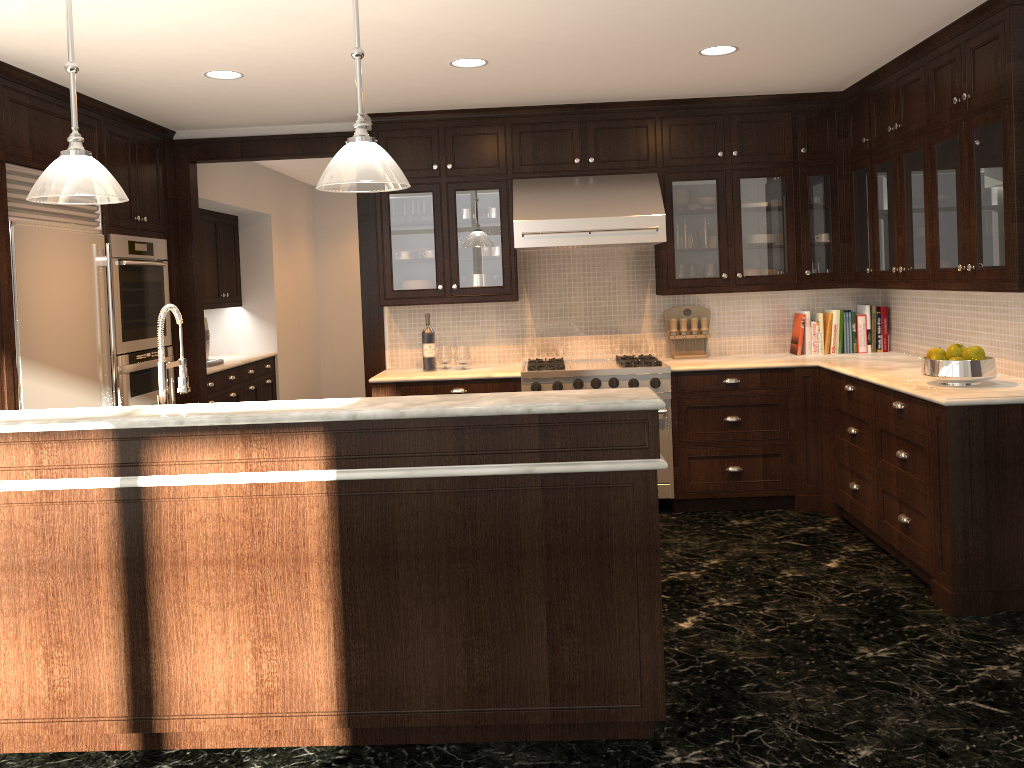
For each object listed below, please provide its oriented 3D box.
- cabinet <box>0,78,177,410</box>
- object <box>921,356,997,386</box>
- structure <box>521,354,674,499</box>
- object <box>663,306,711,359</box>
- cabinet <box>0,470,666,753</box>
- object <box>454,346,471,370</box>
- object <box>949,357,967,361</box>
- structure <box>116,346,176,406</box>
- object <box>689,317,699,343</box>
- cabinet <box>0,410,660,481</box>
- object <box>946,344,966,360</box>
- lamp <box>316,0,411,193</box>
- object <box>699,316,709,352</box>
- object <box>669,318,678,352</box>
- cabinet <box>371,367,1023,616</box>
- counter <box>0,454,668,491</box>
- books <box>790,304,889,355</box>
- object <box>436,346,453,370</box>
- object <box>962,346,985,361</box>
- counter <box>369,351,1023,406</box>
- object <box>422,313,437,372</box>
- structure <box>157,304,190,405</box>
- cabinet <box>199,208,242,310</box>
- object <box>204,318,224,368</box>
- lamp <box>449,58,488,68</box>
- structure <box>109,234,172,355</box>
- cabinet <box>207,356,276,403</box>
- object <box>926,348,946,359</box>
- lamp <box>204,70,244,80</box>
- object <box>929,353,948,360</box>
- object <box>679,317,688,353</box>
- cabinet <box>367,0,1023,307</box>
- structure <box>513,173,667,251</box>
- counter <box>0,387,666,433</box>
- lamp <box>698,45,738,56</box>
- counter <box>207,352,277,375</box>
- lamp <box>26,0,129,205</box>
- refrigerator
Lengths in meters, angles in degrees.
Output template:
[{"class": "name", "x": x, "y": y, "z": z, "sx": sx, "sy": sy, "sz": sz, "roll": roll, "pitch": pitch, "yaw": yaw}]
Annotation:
[{"class": "cabinet", "x": -2.600, "y": -0.319, "z": 5.048, "sx": 0.756, "sy": 2.415, "sz": 1.851, "roll": -2, "pitch": 3, "yaw": 2}, {"class": "object", "x": 2.082, "y": -0.063, "z": 4.117, "sx": 0.318, "sy": 0.122, "sz": 0.320, "roll": -3, "pitch": 6, "yaw": -4}, {"class": "structure", "x": 0.533, "y": 0.265, "z": 5.683, "sx": 0.905, "sy": 0.836, "sz": 0.722, "roll": -2, "pitch": 4, "yaw": 2}, {"class": "object", "x": 1.181, "y": -0.347, "z": 5.894, "sx": 0.316, "sy": 0.348, "sz": 0.111, "roll": -2, "pitch": 2, "yaw": 2}, {"class": "cabinet", "x": -0.918, "y": 0.676, "z": 3.276, "sx": 2.846, "sy": 0.911, "sz": 1.031, "roll": -2, "pitch": 4, "yaw": 2}, {"class": "object", "x": -0.319, "y": -0.169, "z": 5.735, "sx": 0.112, "sy": 0.150, "sz": 0.113, "roll": -3, "pitch": 3, "yaw": -6}, {"class": "object", "x": 2.040, "y": -0.078, "z": 4.035, "sx": 0.091, "sy": 0.097, "sz": 0.092, "roll": 0, "pitch": 4, "yaw": 32}, {"class": "structure", "x": -2.578, "y": -0.001, "z": 5.525, "sx": 0.665, "sy": 0.387, "sz": 0.767, "roll": -2, "pitch": 6, "yaw": 2}, {"class": "object", "x": 1.217, "y": -0.335, "z": 5.884, "sx": 0.061, "sy": 0.225, "sz": 0.061, "roll": -3, "pitch": 2, "yaw": -28}, {"class": "cabinet", "x": -0.959, "y": 0.188, "z": 2.899, "sx": 2.835, "sy": 0.152, "sz": 0.294, "roll": -2, "pitch": 6, "yaw": 2}, {"class": "object", "x": 2.067, "y": -0.137, "z": 4.100, "sx": 0.091, "sy": 0.099, "sz": 0.096, "roll": -4, "pitch": 4, "yaw": -21}, {"class": "lamp", "x": -0.520, "y": -1.056, "z": 2.988, "sx": 0.317, "sy": 0.781, "sz": 0.318, "roll": -2, "pitch": 2, "yaw": 16}, {"class": "object", "x": 1.283, "y": -0.331, "z": 5.882, "sx": 0.061, "sy": 0.237, "sz": 0.061, "roll": -3, "pitch": 2, "yaw": -34}, {"class": "object", "x": 1.079, "y": -0.328, "z": 5.888, "sx": 0.061, "sy": 0.228, "sz": 0.061, "roll": -3, "pitch": 2, "yaw": -16}, {"class": "cabinet", "x": 0.800, "y": 0.437, "z": 4.865, "sx": 3.366, "sy": 0.878, "sz": 2.329, "roll": -2, "pitch": 6, "yaw": 2}, {"class": "counter", "x": -0.940, "y": 0.237, "z": 3.263, "sx": 2.867, "sy": 0.032, "sz": 1.060, "roll": -2, "pitch": 7, "yaw": 2}, {"class": "books", "x": 2.160, "y": -0.362, "z": 5.856, "sx": 0.603, "sy": 0.311, "sz": 0.195, "roll": -2, "pitch": 3, "yaw": 1}, {"class": "object", "x": -0.443, "y": -0.174, "z": 5.826, "sx": 0.112, "sy": 0.150, "sz": 0.113, "roll": -3, "pitch": 3, "yaw": -6}, {"class": "object", "x": 2.102, "y": -0.125, "z": 4.018, "sx": 0.091, "sy": 0.098, "sz": 0.093, "roll": -4, "pitch": 4, "yaw": -27}, {"class": "counter", "x": 0.781, "y": -0.019, "z": 4.855, "sx": 3.366, "sy": 0.032, "sz": 2.329, "roll": -2, "pitch": 7, "yaw": 2}, {"class": "object", "x": -0.540, "y": -0.272, "z": 5.725, "sx": 0.094, "sy": 0.377, "sz": 0.095, "roll": -2, "pitch": 2, "yaw": 17}, {"class": "structure", "x": -1.267, "y": -0.036, "z": 3.305, "sx": 0.051, "sy": 0.529, "sz": 0.244, "roll": -2, "pitch": 2, "yaw": 2}, {"class": "cabinet", "x": -2.709, "y": -1.007, "z": 7.164, "sx": 0.432, "sy": 0.823, "sz": 1.867, "roll": -2, "pitch": 6, "yaw": 2}, {"class": "object", "x": -2.513, "y": -0.334, "z": 6.855, "sx": 0.447, "sy": 0.405, "sz": 0.345, "roll": -2, "pitch": 4, "yaw": 2}, {"class": "lamp", "x": -0.223, "y": -1.701, "z": 4.499, "sx": 0.198, "sy": 0.136, "sz": 0.198, "roll": -6, "pitch": 6, "yaw": -33}, {"class": "structure", "x": -2.555, "y": -0.556, "z": 5.512, "sx": 0.613, "sy": 0.699, "sz": 0.762, "roll": -2, "pitch": 4, "yaw": 2}, {"class": "cabinet", "x": -2.192, "y": 0.221, "z": 7.176, "sx": 0.057, "sy": 0.743, "sz": 1.802, "roll": -2, "pitch": 6, "yaw": 2}, {"class": "object", "x": 2.020, "y": -0.124, "z": 4.196, "sx": 0.093, "sy": 0.098, "sz": 0.091, "roll": -5, "pitch": 4, "yaw": -30}, {"class": "lamp", "x": -1.485, "y": -1.654, "z": 4.541, "sx": 0.197, "sy": 0.136, "sz": 0.199, "roll": -2, "pitch": 5, "yaw": 7}, {"class": "object", "x": 1.994, "y": -0.096, "z": 4.126, "sx": 0.100, "sy": 0.096, "sz": 0.092, "roll": -1, "pitch": 4, "yaw": 20}, {"class": "object", "x": 1.146, "y": -0.326, "z": 5.886, "sx": 0.061, "sy": 0.237, "sz": 0.061, "roll": -3, "pitch": 2, "yaw": -28}, {"class": "cabinet", "x": 0.741, "y": -1.089, "z": 4.835, "sx": 3.365, "sy": 1.252, "sz": 2.321, "roll": -2, "pitch": 5, "yaw": 2}, {"class": "structure", "x": 0.478, "y": -1.122, "z": 5.678, "sx": 0.930, "sy": 0.476, "sz": 0.643, "roll": -2, "pitch": 5, "yaw": 2}, {"class": "counter", "x": -0.952, "y": 0.096, "z": 2.896, "sx": 2.853, "sy": 0.032, "sz": 0.330, "roll": -2, "pitch": 7, "yaw": 2}, {"class": "lamp", "x": 1.039, "y": -1.747, "z": 4.456, "sx": 0.197, "sy": 0.136, "sz": 0.199, "roll": 1, "pitch": 6, "yaw": 37}, {"class": "counter", "x": -2.536, "y": -0.156, "z": 7.179, "sx": 0.708, "sy": 0.032, "sz": 1.867, "roll": -2, "pitch": 7, "yaw": 2}, {"class": "lamp", "x": -1.503, "y": -1.020, "z": 3.021, "sx": 0.317, "sy": 0.781, "sz": 0.318, "roll": -2, "pitch": 2, "yaw": 16}, {"class": "refrigerator", "x": -2.608, "y": -0.025, "z": 4.641, "sx": 0.687, "sy": 2.116, "sz": 0.893, "roll": -2, "pitch": 2, "yaw": 2}]
